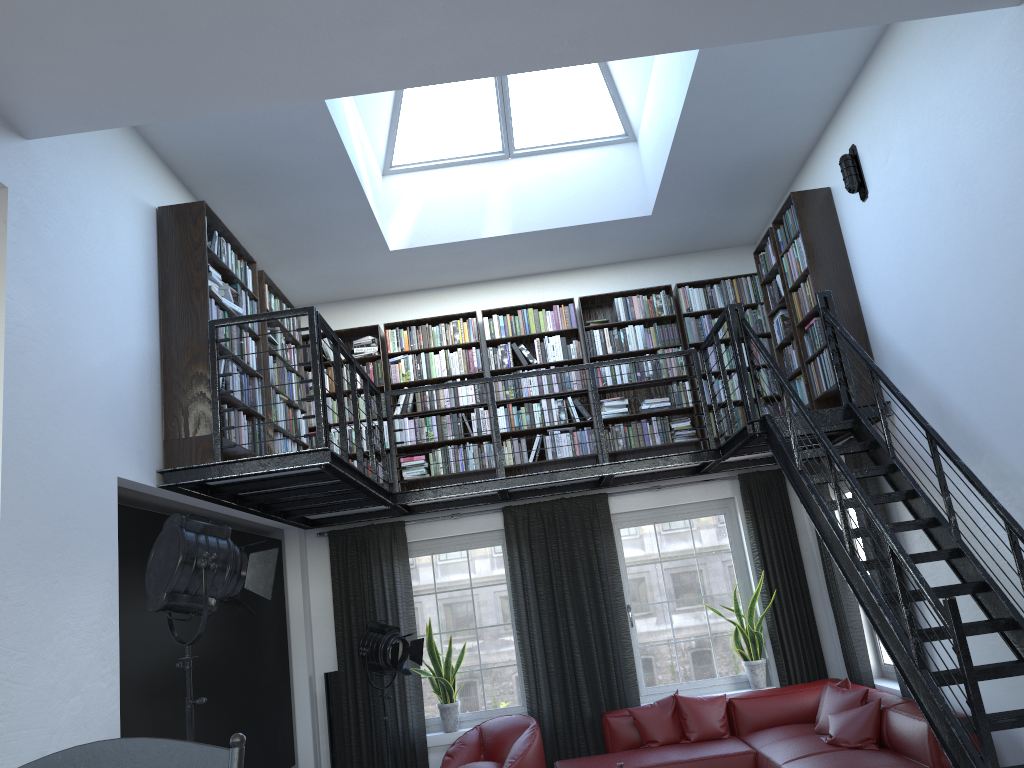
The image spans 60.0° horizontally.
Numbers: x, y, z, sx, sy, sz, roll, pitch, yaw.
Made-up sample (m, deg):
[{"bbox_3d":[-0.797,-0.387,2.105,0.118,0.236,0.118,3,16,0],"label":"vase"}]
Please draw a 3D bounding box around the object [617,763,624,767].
[{"bbox_3d":[0.687,2.503,5.500,1.008,0.297,0.507,-9,-14,3],"label":"object"}]

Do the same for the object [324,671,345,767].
[{"bbox_3d":[-1.441,2.985,7.210,0.157,1.233,0.156,-12,-16,15],"label":"object"}]

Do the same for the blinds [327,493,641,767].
[{"bbox_3d":[-0.240,2.260,7.474,2.508,2.409,0.124,-8,-16,0],"label":"blinds"}]

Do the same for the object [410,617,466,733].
[{"bbox_3d":[-0.692,2.435,7.397,0.552,0.949,0.521,-11,-15,10],"label":"object"}]

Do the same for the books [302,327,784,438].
[{"bbox_3d":[0.247,0.012,7.989,4.441,1.410,0.239,-8,-16,0],"label":"books"}]

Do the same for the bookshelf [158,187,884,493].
[{"bbox_3d":[0.220,-0.245,6.659,4.476,1.632,3.059,-8,-14,0],"label":"bookshelf"}]

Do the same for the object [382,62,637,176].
[{"bbox_3d":[-0.078,-2.380,7.199,2.221,0.640,1.174,-8,-14,0],"label":"object"}]

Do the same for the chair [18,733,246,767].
[{"bbox_3d":[-0.469,0.869,0.783,0.496,0.974,0.498,-9,-15,5],"label":"chair"}]

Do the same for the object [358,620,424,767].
[{"bbox_3d":[0.108,2.563,7.128,2.907,1.594,0.745,-4,-16,-16],"label":"object"}]

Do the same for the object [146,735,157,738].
[{"bbox_3d":[-1.554,2.154,3.756,0.157,1.233,0.156,-2,-16,-19],"label":"object"}]

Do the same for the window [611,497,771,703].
[{"bbox_3d":[1.519,1.871,7.745,1.167,1.621,0.131,-8,-16,0],"label":"window"}]

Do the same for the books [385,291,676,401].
[{"bbox_3d":[0.205,-0.271,8.082,2.637,0.836,0.211,-8,-15,0],"label":"books"}]

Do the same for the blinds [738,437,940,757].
[{"bbox_3d":[2.621,1.699,6.820,0.528,2.403,1.731,-3,-16,-17],"label":"blinds"}]

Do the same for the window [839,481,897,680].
[{"bbox_3d":[2.838,1.441,6.742,0.133,1.621,1.155,-8,-15,0],"label":"window"}]

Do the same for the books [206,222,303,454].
[{"bbox_3d":[-1.872,-0.138,6.251,0.315,1.437,2.185,-8,-14,0],"label":"books"}]

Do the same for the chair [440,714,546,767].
[{"bbox_3d":[-0.152,2.971,6.775,0.829,0.718,0.824,4,-18,-37],"label":"chair"}]

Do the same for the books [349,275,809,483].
[{"bbox_3d":[0.214,-0.113,7.528,4.435,1.443,1.273,-8,-15,1],"label":"books"}]

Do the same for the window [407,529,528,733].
[{"bbox_3d":[-0.469,2.144,7.732,1.167,1.621,0.131,-8,-16,0],"label":"window"}]

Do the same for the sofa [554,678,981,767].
[{"bbox_3d":[1.519,2.512,5.684,2.542,0.662,3.248,-8,-14,0],"label":"sofa"}]

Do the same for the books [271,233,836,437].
[{"bbox_3d":[0.238,-0.285,6.804,4.384,1.418,1.158,-8,-15,0],"label":"books"}]

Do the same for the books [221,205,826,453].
[{"bbox_3d":[0.204,-0.407,6.285,4.377,1.423,2.183,-8,-14,-1],"label":"books"}]

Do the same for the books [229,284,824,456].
[{"bbox_3d":[0.221,-0.207,6.540,4.336,1.151,1.583,-8,-14,-1],"label":"books"}]

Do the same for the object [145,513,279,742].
[{"bbox_3d":[-1.175,1.295,3.461,0.543,1.594,0.606,8,-22,-44],"label":"object"}]

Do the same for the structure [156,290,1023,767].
[{"bbox_3d":[0.412,1.183,5.473,4.489,3.387,4.570,-8,-14,0],"label":"structure"}]

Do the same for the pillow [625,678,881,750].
[{"bbox_3d":[1.934,2.442,6.640,1.943,0.405,0.980,-20,-18,41],"label":"pillow"}]

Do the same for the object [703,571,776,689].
[{"bbox_3d":[1.949,2.066,7.390,0.553,0.949,0.520,-5,-15,-11],"label":"object"}]

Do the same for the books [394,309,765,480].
[{"bbox_3d":[0.636,0.099,7.970,3.392,1.133,0.238,-8,-16,0],"label":"books"}]

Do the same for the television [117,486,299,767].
[{"bbox_3d":[-1.829,2.027,5.661,0.116,2.451,3.320,-8,-14,0],"label":"television"}]

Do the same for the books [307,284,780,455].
[{"bbox_3d":[0.246,0.002,7.996,4.436,1.426,0.225,-8,-16,0],"label":"books"}]
